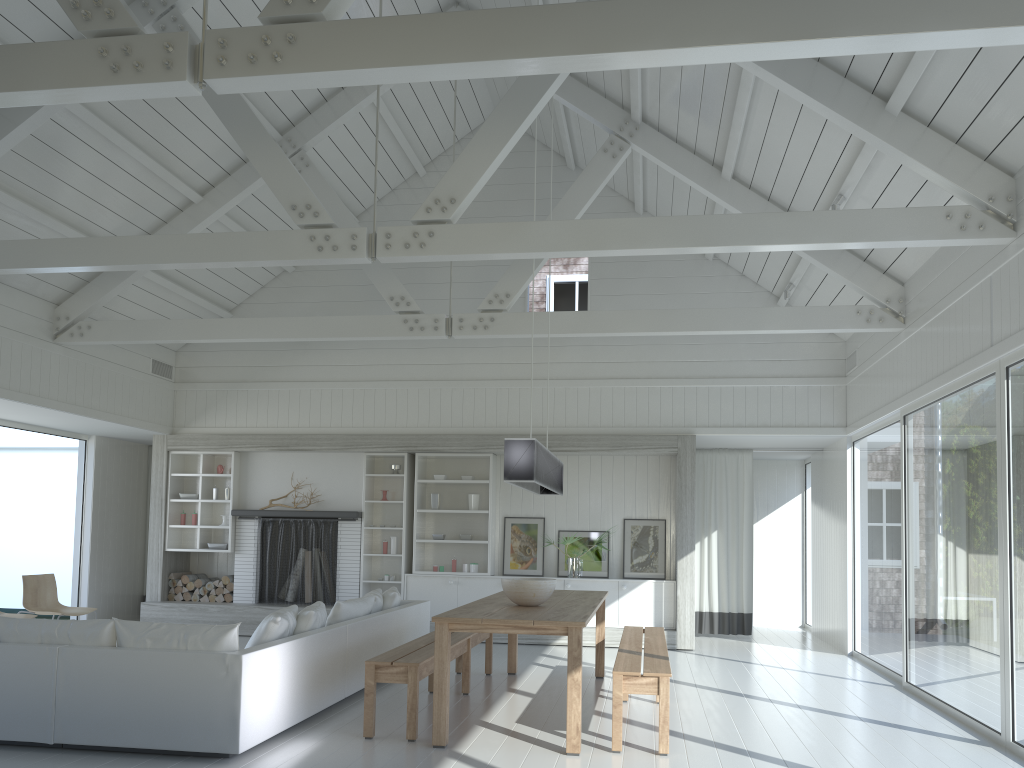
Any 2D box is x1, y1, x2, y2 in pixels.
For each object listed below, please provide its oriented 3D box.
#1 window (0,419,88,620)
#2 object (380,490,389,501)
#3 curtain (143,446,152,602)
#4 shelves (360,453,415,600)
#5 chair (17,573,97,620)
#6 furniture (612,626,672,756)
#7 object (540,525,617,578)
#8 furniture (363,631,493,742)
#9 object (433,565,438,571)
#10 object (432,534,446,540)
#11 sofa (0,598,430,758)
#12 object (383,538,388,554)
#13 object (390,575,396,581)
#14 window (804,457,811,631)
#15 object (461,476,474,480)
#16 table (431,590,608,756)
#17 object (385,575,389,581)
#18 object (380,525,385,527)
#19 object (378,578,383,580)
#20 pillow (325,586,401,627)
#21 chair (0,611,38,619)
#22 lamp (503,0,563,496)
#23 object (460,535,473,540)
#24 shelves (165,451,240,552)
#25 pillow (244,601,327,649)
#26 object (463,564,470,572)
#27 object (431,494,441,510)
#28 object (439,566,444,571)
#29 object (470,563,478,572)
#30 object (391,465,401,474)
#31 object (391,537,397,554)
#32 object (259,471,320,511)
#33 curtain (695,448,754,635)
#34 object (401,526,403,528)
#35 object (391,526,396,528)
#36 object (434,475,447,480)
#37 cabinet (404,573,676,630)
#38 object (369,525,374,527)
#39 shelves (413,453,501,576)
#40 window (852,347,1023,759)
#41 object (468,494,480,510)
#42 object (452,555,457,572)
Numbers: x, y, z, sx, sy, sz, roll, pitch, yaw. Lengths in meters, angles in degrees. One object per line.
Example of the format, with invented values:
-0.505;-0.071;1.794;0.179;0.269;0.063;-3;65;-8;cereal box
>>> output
-6.056;1.114;6.889;0.080;2.399;8.806;1;-9;9;window
-1.555;1.368;10.768;0.137;0.129;0.137;6;-9;-38;object
-4.818;2.029;12.246;0.630;2.354;0.117;1;-4;8;curtain
-1.498;1.871;10.868;0.540;1.986;0.609;0;-4;9;shelves
-4.353;2.205;8.372;0.555;0.775;0.600;0;-6;9;chair
0.952;2.137;6.415;0.340;0.467;2.709;0;-10;9;furniture
0.760;1.929;10.181;0.971;0.625;0.628;0;-7;6;object
-0.528;2.149;6.644;0.340;0.467;2.709;0;-10;9;furniture
-0.922;2.216;10.602;0.054;0.070;0.055;2;-6;-12;object
-0.880;1.846;10.629;0.141;0.066;0.143;0;-9;9;object
-2.850;2.027;7.015;3.476;0.732;4.177;0;-10;9;sofa
-1.541;1.969;10.730;0.054;0.195;0.055;1;-4;8;object
-1.446;2.353;10.691;0.058;0.060;0.058;0;-7;8;object
4.175;2.231;12.308;0.037;2.411;0.953;1;-4;9;window
-0.540;1.160;10.765;0.141;0.066;0.143;0;-9;9;object
0.191;1.999;6.548;0.906;0.756;2.980;0;-9;9;table
-1.519;2.349;10.704;0.054;0.070;0.055;0;-6;8;object
-1.576;1.735;10.733;0.054;0.025;0.055;0;-9;9;object
-1.596;2.373;10.715;0.054;0.025;0.055;0;-9;9;object
-1.276;2.060;7.710;0.462;0.473;2.079;1;-9;1;pillow
-4.527;2.071;7.610;0.555;0.775;0.600;0;-6;9;chair
0.229;-1.312;6.701;0.200;4.212;1.922;1;-5;9;lamp
-0.553;1.868;10.721;0.141;0.066;0.143;0;-9;9;object
-3.805;1.490;11.120;0.865;1.230;0.553;0;-5;9;shelves
-1.567;1.774;6.074;0.466;0.473;1.332;1;-9;0;pillow
-0.535;2.211;10.597;0.092;0.095;0.090;-5;-9;42;object
-0.922;1.427;10.662;0.102;0.195;0.103;0;-5;9;object
-0.849;2.225;10.616;0.058;0.060;0.058;3;-7;-14;object
-0.452;2.191;10.516;0.085;0.111;0.086;-5;-8;44;object
-1.416;1.048;10.740;0.162;0.123;0.162;-5;-10;41;object
-1.436;1.961;10.712;0.072;0.209;0.072;0;-4;8;object
-2.634;1.301;10.698;0.784;0.499;0.461;4;-7;-21;object
2.567;1.994;11.243;1.006;2.354;0.117;0;-4;9;curtain
-1.325;1.751;10.804;0.054;0.025;0.055;0;-9;9;object
-1.451;1.743;10.769;0.054;0.025;0.055;0;-9;9;object
-0.867;1.138;10.672;0.141;0.066;0.143;0;-9;9;object
0.331;2.570;10.515;3.181;0.547;0.660;0;-7;9;cabinet
-1.701;1.726;10.698;0.054;0.025;0.055;0;-9;9;object
-0.660;1.590;10.756;0.939;1.433;0.610;0;-5;9;shelves
2.922;0.852;4.382;0.080;2.398;11.044;1;-9;9;window
-0.458;1.423;10.591;0.103;0.195;0.103;5;-6;-36;object
-0.694;2.156;10.586;0.054;0.195;0.055;1;-4;8;object
